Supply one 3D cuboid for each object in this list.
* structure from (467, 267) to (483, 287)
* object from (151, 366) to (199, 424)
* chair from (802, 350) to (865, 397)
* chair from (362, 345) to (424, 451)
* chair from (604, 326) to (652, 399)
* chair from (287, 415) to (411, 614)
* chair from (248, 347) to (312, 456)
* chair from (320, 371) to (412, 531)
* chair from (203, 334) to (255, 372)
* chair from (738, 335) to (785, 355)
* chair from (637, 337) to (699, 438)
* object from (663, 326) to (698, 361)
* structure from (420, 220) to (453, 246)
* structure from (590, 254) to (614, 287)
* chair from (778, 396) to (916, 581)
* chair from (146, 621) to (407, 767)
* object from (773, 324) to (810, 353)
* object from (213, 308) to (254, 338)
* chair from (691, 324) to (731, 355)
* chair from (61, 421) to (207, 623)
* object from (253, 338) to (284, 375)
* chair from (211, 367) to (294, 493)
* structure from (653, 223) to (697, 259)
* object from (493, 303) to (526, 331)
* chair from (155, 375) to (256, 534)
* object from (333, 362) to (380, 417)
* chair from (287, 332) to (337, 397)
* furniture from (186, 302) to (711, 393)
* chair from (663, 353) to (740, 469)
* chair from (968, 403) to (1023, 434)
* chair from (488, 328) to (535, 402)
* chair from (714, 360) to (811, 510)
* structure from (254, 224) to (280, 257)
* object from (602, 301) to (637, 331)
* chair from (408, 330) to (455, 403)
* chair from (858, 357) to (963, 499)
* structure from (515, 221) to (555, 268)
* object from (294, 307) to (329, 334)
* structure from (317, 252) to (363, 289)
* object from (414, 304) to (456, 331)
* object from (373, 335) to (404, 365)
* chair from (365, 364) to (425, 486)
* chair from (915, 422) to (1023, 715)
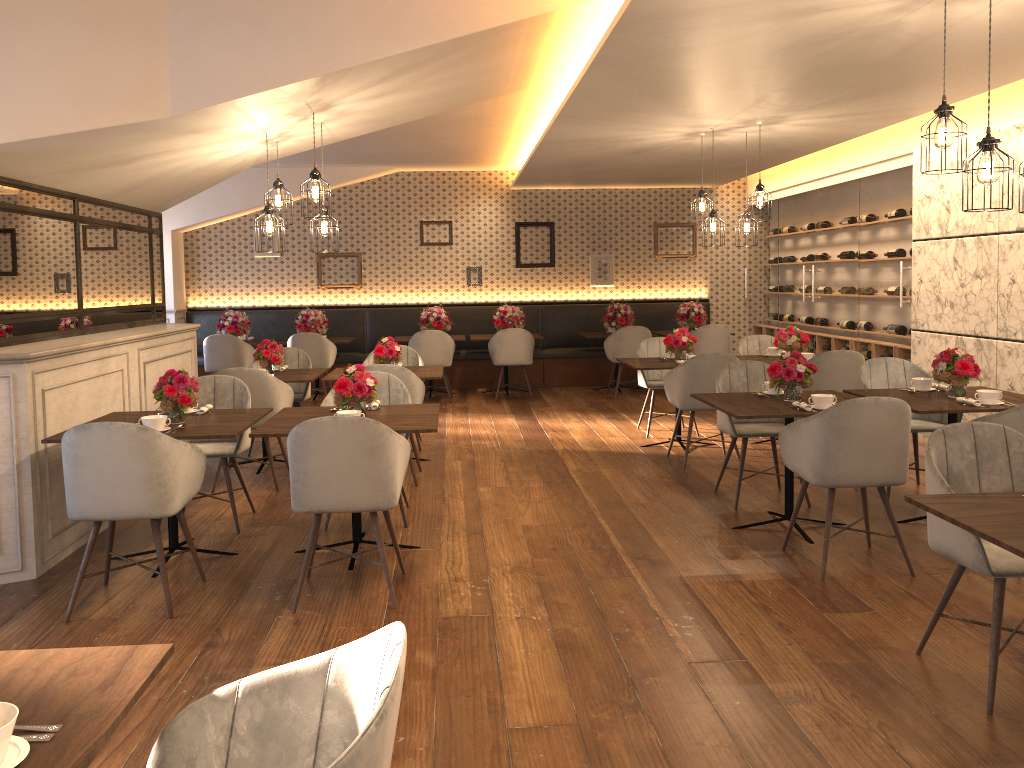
[{"bbox_3d":[-0.511,-1.463,12.079,0.216,0.276,0.018,-1,3,-4],"label":"structure"},{"bbox_3d":[-1.751,0.053,4.587,0.234,0.300,0.306,-4,6,-29],"label":"object"},{"bbox_3d":[2.447,0.149,6.888,0.565,0.869,0.528,-1,4,-4],"label":"chair"},{"bbox_3d":[-1.028,0.113,7.685,0.565,0.869,0.528,-1,4,-4],"label":"chair"},{"bbox_3d":[1.418,-0.281,10.670,0.565,0.869,0.528,-1,4,-4],"label":"chair"},{"bbox_3d":[-0.751,0.537,4.050,0.565,0.869,0.528,-1,4,-4],"label":"chair"},{"bbox_3d":[-1.985,0.136,7.621,0.565,0.869,0.528,-1,4,-4],"label":"chair"},{"bbox_3d":[-0.872,0.383,5.371,0.565,0.869,0.528,-1,4,-4],"label":"chair"},{"bbox_3d":[-3.321,-0.164,10.355,0.565,0.869,0.528,-1,4,-4],"label":"chair"},{"bbox_3d":[2.372,-0.006,8.212,0.565,0.869,0.528,-1,4,-4],"label":"chair"},{"bbox_3d":[1.415,0.017,8.149,0.565,0.869,0.528,-1,4,-4],"label":"chair"},{"bbox_3d":[1.432,-0.345,7.506,0.305,0.300,0.235,-3,5,-26],"label":"object"},{"bbox_3d":[-1.026,-2.044,12.012,0.449,0.344,0.016,-1,3,-4],"label":"structure"},{"bbox_3d":[1.239,-1.562,12.184,0.340,0.438,0.035,-1,3,-4],"label":"structure"},{"bbox_3d":[1.657,0.461,4.357,0.565,0.869,0.528,-1,4,-4],"label":"chair"},{"bbox_3d":[-0.421,0.845,1.397,0.526,0.869,0.567,-1,4,-4],"label":"chair"},{"bbox_3d":[2.381,-0.364,7.538,0.305,0.300,0.235,1,5,18],"label":"object"},{"bbox_3d":[-3.430,-0.726,10.913,0.406,0.424,0.421,3,6,38],"label":"object"},{"bbox_3d":[2.375,-0.304,10.734,0.565,0.869,0.528,-1,4,-4],"label":"chair"},{"bbox_3d":[-1.708,0.561,3.986,0.565,0.869,0.528,-1,4,-4],"label":"chair"},{"bbox_3d":[-1.908,-0.217,6.899,0.234,0.300,0.306,-4,6,-29],"label":"object"},{"bbox_3d":[-1.865,0.290,6.301,0.565,0.869,0.528,-1,4,-4],"label":"chair"},{"bbox_3d":[2.256,-1.980,12.229,0.601,0.484,0.032,-1,3,-4],"label":"structure"},{"bbox_3d":[-0.035,-0.809,11.123,0.419,0.424,0.407,-1,5,-2],"label":"object"},{"bbox_3d":[-1.829,0.407,5.307,0.565,0.869,0.528,-1,4,-4],"label":"chair"},{"bbox_3d":[-0.816,0.029,4.661,0.234,0.300,0.306,0,5,15],"label":"object"},{"bbox_3d":[-2.364,-0.188,10.419,0.565,0.869,0.528,-1,4,-4],"label":"chair"},{"bbox_3d":[-0.777,-0.486,11.827,7.088,1.078,0.543,-1,4,-4],"label":"furniture"},{"bbox_3d":[1.490,0.172,6.825,0.565,0.869,0.528,-1,4,-4],"label":"chair"},{"bbox_3d":[2.614,0.437,4.421,0.565,0.869,0.528,-1,4,-4],"label":"chair"},{"bbox_3d":[0.006,-0.246,10.576,0.565,0.869,0.528,-1,4,-4],"label":"chair"},{"bbox_3d":[1.582,0.306,5.681,0.565,0.869,0.528,-1,4,-4],"label":"chair"},{"bbox_3d":[-3.281,-1.920,11.856,0.340,0.438,0.035,-1,3,-4],"label":"structure"},{"bbox_3d":[1.355,-0.844,11.228,0.406,0.424,0.421,3,6,38],"label":"object"},{"bbox_3d":[-0.952,-0.222,10.513,0.565,0.869,0.528,-1,4,-4],"label":"chair"},{"bbox_3d":[2.539,0.282,5.745,0.565,0.869,0.528,-1,4,-4],"label":"chair"},{"bbox_3d":[0.315,-1.901,12.109,0.544,0.630,0.035,-1,3,-4],"label":"structure"},{"bbox_3d":[-2.484,-0.748,10.971,0.420,0.424,0.407,-2,5,-16],"label":"object"},{"bbox_3d":[-2.326,-1.529,11.944,0.601,0.484,0.032,-1,3,-4],"label":"structure"},{"bbox_3d":[-0.971,-0.796,11.161,0.406,0.424,0.421,3,7,40],"label":"object"},{"bbox_3d":[-0.972,-0.241,6.973,0.234,0.300,0.306,0,5,15],"label":"object"},{"bbox_3d":[-0.908,0.267,6.364,0.565,0.869,0.528,-1,4,-4],"label":"chair"},{"bbox_3d":[1.756,0.606,3.113,0.565,0.869,0.528,-1,4,-4],"label":"chair"}]
